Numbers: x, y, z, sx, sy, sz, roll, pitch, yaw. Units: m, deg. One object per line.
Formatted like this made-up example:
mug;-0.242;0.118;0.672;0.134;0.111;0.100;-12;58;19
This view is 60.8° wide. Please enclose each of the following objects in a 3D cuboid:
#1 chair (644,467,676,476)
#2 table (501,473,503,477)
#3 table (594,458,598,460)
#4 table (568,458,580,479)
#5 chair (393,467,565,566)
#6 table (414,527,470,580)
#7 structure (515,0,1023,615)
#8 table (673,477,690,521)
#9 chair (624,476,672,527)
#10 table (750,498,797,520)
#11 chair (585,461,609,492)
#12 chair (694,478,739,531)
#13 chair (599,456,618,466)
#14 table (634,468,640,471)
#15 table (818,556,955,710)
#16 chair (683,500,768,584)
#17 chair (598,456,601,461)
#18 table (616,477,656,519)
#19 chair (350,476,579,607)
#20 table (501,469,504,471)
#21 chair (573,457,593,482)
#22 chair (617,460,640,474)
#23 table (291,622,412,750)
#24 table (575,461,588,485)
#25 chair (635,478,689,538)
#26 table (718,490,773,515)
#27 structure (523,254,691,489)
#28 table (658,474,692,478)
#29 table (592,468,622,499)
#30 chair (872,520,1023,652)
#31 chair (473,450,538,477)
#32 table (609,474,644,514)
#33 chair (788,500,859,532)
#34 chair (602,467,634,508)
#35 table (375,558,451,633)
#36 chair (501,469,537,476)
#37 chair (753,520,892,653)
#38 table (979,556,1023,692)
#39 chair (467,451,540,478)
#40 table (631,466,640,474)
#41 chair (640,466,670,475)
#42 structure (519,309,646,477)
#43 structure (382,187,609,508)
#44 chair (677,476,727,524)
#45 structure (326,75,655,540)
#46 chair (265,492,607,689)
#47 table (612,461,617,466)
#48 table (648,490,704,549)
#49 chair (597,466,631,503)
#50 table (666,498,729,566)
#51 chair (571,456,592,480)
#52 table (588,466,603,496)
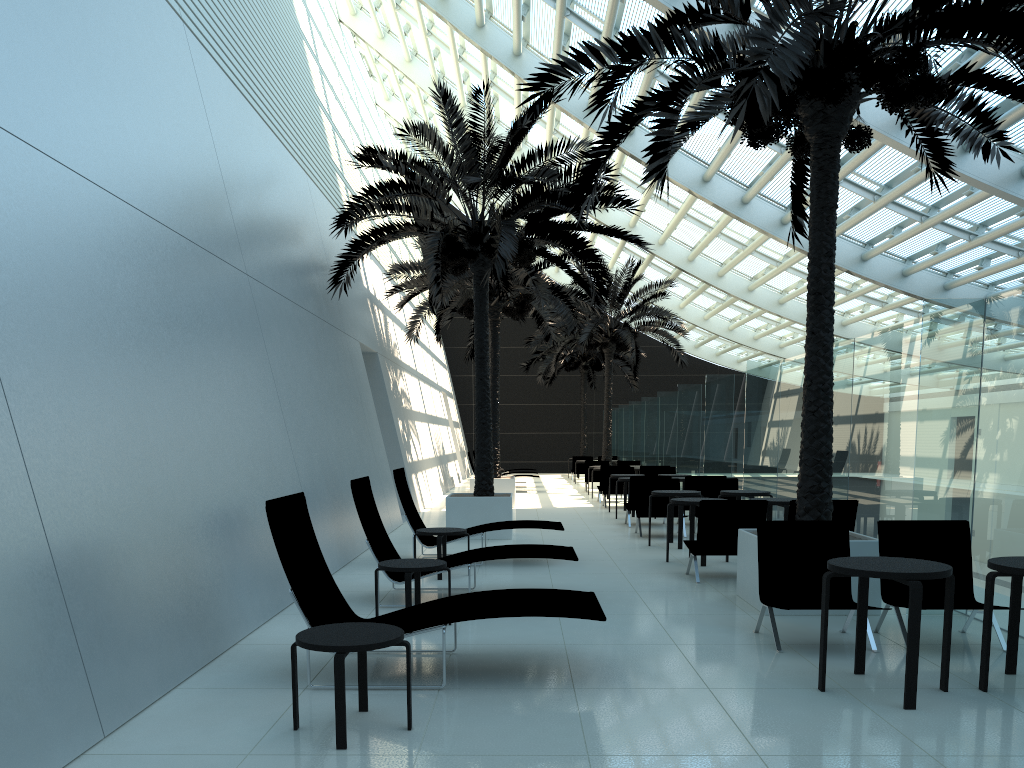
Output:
chair;3.329;2.281;19.242;0.716;0.896;0.880;0;2;1
table;-0.596;2.929;26.467;0.552;0.522;0.551;1;2;43
table;3.507;3.225;33.394;0.677;0.788;0.676;-2;3;-42
table;2.537;3.228;33.405;0.677;0.788;0.676;-2;3;-42
chair;-0.387;1.621;10.822;2.036;1.169;0.913;0;3;1
table;-0.782;1.878;9.703;0.552;0.522;0.551;1;2;43
structure;2.700;-1.508;7.512;4.816;7.089;4.401;1;4;19
table;3.319;2.164;16.480;0.677;0.788;0.676;2;3;43
chair;2.367;2.037;15.307;0.716;0.896;0.880;0;2;1
table;3.255;1.801;10.686;0.677;0.788;0.676;2;3;43
chair;2.458;2.634;24.834;0.716;0.896;0.880;0;2;1
chair;3.266;1.926;13.587;0.716;0.896;0.880;0;2;1
chair;3.454;2.988;30.514;0.716;0.896;0.880;0;2;1
table;3.382;2.518;22.121;0.677;0.788;0.676;2;3;43
table;2.234;1.461;5.220;0.677;0.788;0.676;-2;3;-42
chair;2.302;1.673;9.514;0.716;0.896;0.880;0;2;1
chair;3.487;3.094;32.211;0.716;0.896;0.880;0;2;1
table;2.350;2.167;16.490;0.677;0.788;0.676;2;3;43
chair;-0.416;1.460;8.250;2.036;1.169;0.913;0;3;1
table;-0.566;3.096;29.119;0.552;0.522;0.551;1;2;43
chair;2.521;2.991;30.525;0.716;0.896;0.880;0;2;1
chair;3.390;2.631;24.823;0.716;0.896;0.880;0;2;1
table;-0.839;1.556;4.559;0.552;0.522;0.551;1;2;43
table;2.500;2.966;29.229;0.677;0.788;0.675;2;3;39
chair;2.333;1.929;13.598;0.716;0.896;0.880;0;2;1
table;3.282;1.902;12.303;0.677;0.788;0.675;2;3;39
structure;2.907;-0.308;26.653;4.822;7.089;4.396;-1;4;-6
table;3.345;2.256;17.945;0.677;0.788;0.675;2;3;39
table;2.412;2.521;22.132;0.677;0.788;0.676;2;3;43
chair;3.186;1.474;6.378;0.716;0.896;0.880;0;2;1
chair;-0.201;2.672;27.587;2.036;1.169;0.913;0;3;1
table;2.375;2.259;17.956;0.677;0.788;0.675;2;3;39
chair;3.235;1.670;9.503;0.716;0.896;0.880;0;2;1
chair;2.396;2.284;19.252;0.716;0.896;0.880;0;2;1
table;-0.810;1.717;7.131;0.552;0.522;0.551;1;2;43
chair;-0.171;2.839;30.239;2.036;1.169;0.913;0;3;1
chair;2.253;1.478;6.389;0.716;0.896;0.880;0;2;1
table;3.203;1.457;5.209;0.677;0.788;0.676;-2;3;-42
chair;-0.229;2.511;25.015;2.036;1.169;0.913;0;3;1
table;3.407;2.608;23.552;0.677;0.788;0.675;2;3;39
chair;3.362;2.387;20.938;0.716;0.896;0.880;0;2;1
structure;3.024;0.203;34.796;4.450;7.087;4.767;-2;4;-21
structure;-0.534;-0.699;19.275;4.274;6.962;4.599;3;5;34
chair;3.299;2.034;15.296;0.716;0.896;0.880;0;2;1
structure;-0.395;-1.045;13.276;4.634;6.901;4.239;-2;4;-21
chair;-0.444;1.299;5.678;2.036;1.169;0.913;0;3;1
table;3.470;2.963;29.218;0.677;0.788;0.675;2;3;39
table;2.312;1.905;12.314;0.677;0.788;0.675;2;3;39
chair;2.429;2.390;20.949;0.716;0.896;0.880;0;2;1
table;2.285;1.804;10.697;0.677;0.788;0.676;2;3;43
chair;2.555;3.097;32.222;0.716;0.896;0.880;0;2;1
table;2.437;2.611;23.563;0.677;0.788;0.675;2;3;39
